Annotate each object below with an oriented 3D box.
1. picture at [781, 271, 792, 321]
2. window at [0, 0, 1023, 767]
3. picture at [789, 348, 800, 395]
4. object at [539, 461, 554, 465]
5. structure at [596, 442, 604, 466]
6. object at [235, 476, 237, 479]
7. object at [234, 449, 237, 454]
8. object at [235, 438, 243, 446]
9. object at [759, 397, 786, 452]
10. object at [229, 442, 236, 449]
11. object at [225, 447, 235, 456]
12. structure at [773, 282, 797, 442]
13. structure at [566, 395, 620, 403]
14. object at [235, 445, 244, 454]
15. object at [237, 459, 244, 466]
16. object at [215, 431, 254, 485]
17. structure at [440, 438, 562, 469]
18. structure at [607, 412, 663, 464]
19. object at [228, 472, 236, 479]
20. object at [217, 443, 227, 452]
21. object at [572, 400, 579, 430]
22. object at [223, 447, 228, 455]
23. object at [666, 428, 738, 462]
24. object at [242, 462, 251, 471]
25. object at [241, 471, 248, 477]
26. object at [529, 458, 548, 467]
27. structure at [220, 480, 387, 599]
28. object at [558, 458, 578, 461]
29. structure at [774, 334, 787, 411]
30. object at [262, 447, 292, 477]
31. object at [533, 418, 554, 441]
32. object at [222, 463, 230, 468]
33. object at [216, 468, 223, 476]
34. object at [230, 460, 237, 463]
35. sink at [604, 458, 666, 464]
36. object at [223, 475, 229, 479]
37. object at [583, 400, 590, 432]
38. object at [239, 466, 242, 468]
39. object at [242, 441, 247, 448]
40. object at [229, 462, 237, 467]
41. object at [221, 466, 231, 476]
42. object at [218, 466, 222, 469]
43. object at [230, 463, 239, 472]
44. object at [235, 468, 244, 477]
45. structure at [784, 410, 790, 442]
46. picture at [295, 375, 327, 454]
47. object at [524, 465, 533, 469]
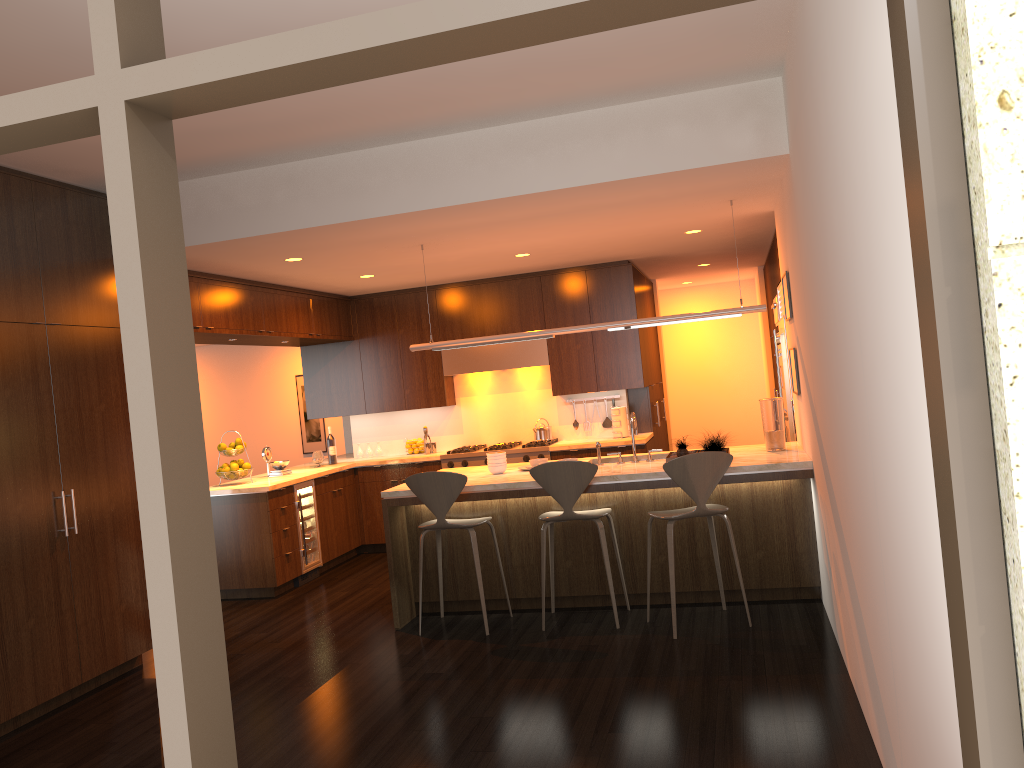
[{"bbox_3d":[1.794,-0.567,5.795,0.012,0.298,0.493,-6,0,14],"label":"picture"},{"bbox_3d":[-0.369,-0.108,1.763,2.310,2.201,0.152,-6,0,15],"label":"window"},{"bbox_3d":[1.842,-0.084,5.794,0.012,0.300,0.496,-6,0,14],"label":"picture"},{"bbox_3d":[0.255,0.568,6.076,0.139,0.059,0.138,-6,0,40],"label":"object"},{"bbox_3d":[0.600,0.481,6.127,0.050,0.161,0.067,-6,0,14],"label":"structure"},{"bbox_3d":[-2.373,0.785,7.609,0.062,0.062,0.062,-6,0,-32],"label":"object"},{"bbox_3d":[-2.379,0.572,7.647,0.071,0.072,0.071,-6,0,-45],"label":"object"},{"bbox_3d":[-2.342,0.497,7.602,0.068,0.072,0.071,-6,0,-30],"label":"object"},{"bbox_3d":[1.748,0.271,5.928,0.159,0.349,0.159,-6,0,-12],"label":"object"},{"bbox_3d":[-2.400,0.531,7.611,0.062,0.063,0.061,-6,0,39],"label":"object"},{"bbox_3d":[-2.405,0.576,7.556,0.078,0.072,0.077,-6,0,-20],"label":"object"},{"bbox_3d":[2.559,0.212,7.191,0.687,2.129,0.915,-6,0,14],"label":"structure"},{"bbox_3d":[0.796,0.145,8.755,0.541,0.031,0.048,-6,0,18],"label":"structure"},{"bbox_3d":[-2.332,0.559,7.587,0.077,0.077,0.078,-6,0,31],"label":"object"},{"bbox_3d":[-2.315,0.669,7.561,0.062,0.063,0.060,-6,0,22],"label":"object"},{"bbox_3d":[-2.387,0.630,7.599,0.324,0.461,0.324,-6,0,-27],"label":"object"},{"bbox_3d":[-0.081,0.613,8.728,1.067,0.422,0.824,-6,0,14],"label":"structure"},{"bbox_3d":[0.858,0.365,6.094,0.321,0.341,0.310,-6,0,-38],"label":"structure"},{"bbox_3d":[-2.380,0.775,7.539,0.063,0.069,0.070,-6,0,-23],"label":"object"},{"bbox_3d":[-2.471,0.543,7.561,0.077,0.079,0.075,-6,0,24],"label":"object"},{"bbox_3d":[0.625,0.309,8.794,0.061,0.296,0.020,-6,0,13],"label":"object"},{"bbox_3d":[-2.446,0.578,7.615,0.070,0.068,0.062,-6,0,-26],"label":"object"},{"bbox_3d":[1.256,0.381,5.730,0.497,0.231,0.503,-6,0,14],"label":"object"},{"bbox_3d":[-2.262,0.705,7.562,0.078,0.074,0.077,-6,0,29],"label":"object"},{"bbox_3d":[-2.304,0.762,7.604,0.078,0.075,0.078,-6,0,-8],"label":"object"},{"bbox_3d":[0.192,0.568,6.319,0.139,0.059,0.138,-6,0,40],"label":"object"},{"bbox_3d":[-0.490,1.154,8.430,3.400,0.862,3.060,-6,0,14],"label":"structure"},{"bbox_3d":[0.394,0.553,6.174,0.139,0.059,0.138,-6,0,40],"label":"object"},{"bbox_3d":[2.789,0.148,8.020,0.687,1.294,0.743,-6,0,14],"label":"structure"},{"bbox_3d":[-2.145,0.702,8.108,0.231,0.266,0.191,-6,0,17],"label":"object"},{"bbox_3d":[0.302,0.447,8.771,0.221,0.218,0.221,-6,0,-1],"label":"object"},{"bbox_3d":[-2.436,0.707,7.551,0.067,0.071,0.069,-6,0,-40],"label":"object"},{"bbox_3d":[-2.477,0.750,7.535,0.068,0.069,0.065,-6,0,-9],"label":"object"},{"bbox_3d":[-2.383,0.678,7.600,0.063,0.059,0.061,-6,0,-42],"label":"object"},{"bbox_3d":[0.928,0.655,6.350,0.813,0.176,0.457,-6,0,14],"label":"sink"},{"bbox_3d":[-2.435,0.785,7.572,0.056,0.053,0.057,-6,0,-26],"label":"object"},{"bbox_3d":[0.730,0.314,8.771,0.066,0.314,0.004,-6,0,14],"label":"object"},{"bbox_3d":[-2.336,0.709,7.635,0.070,0.072,0.071,-6,0,-22],"label":"object"},{"bbox_3d":[-2.327,0.531,7.652,0.070,0.074,0.071,-6,0,36],"label":"object"},{"bbox_3d":[-2.362,0.699,7.538,0.077,0.075,0.077,-6,0,-12],"label":"object"},{"bbox_3d":[-2.413,0.735,7.486,0.077,0.077,0.077,-6,0,26],"label":"object"},{"bbox_3d":[-2.504,0.738,7.646,0.054,0.058,0.057,-6,0,35],"label":"object"},{"bbox_3d":[-2.337,0.706,7.474,0.068,0.077,0.079,-6,0,-10],"label":"object"},{"bbox_3d":[-2.312,0.751,7.523,0.078,0.076,0.078,-6,0,1],"label":"object"},{"bbox_3d":[2.524,0.532,8.097,0.064,0.544,0.710,-6,0,14],"label":"structure"},{"bbox_3d":[-3.032,0.448,13.388,0.398,1.200,0.012,-6,0,14],"label":"picture"},{"bbox_3d":[0.194,0.589,6.319,0.217,0.025,0.216,-6,0,31],"label":"object"}]
